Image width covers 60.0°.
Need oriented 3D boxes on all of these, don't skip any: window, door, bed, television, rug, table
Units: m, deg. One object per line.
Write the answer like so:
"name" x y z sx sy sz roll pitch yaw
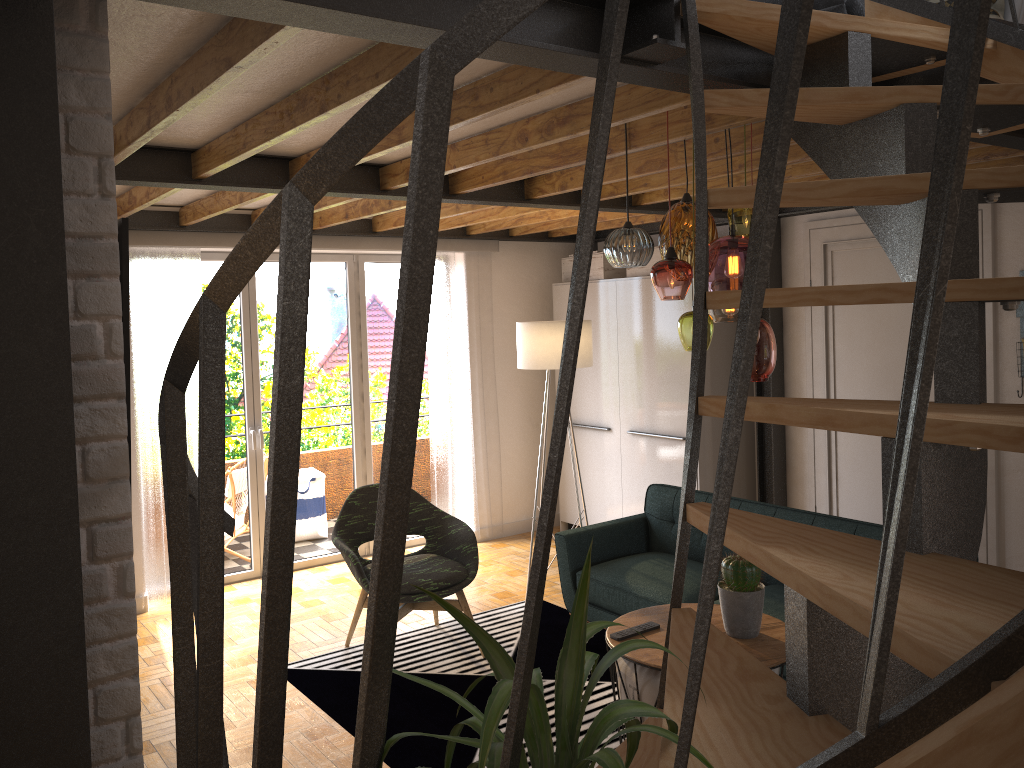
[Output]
"window" -1.165 -0.530 1.293 7.794 4.458 8.637 -5 5 -35
"door" 2.267 0.123 5.306 0.088 2.297 1.201 -3 3 -35
"bed" 1.367 -1.652 4.448 2.292 1.020 2.123 -5 5 -35
"television" -1.271 0.107 2.501 0.085 0.989 1.468 -3 4 -35
"rug" 0.478 1.469 3.599 1.702 0.010 3.503 -5 5 -35
"table" 0.681 1.151 3.152 0.681 0.685 0.682 -2 3 4

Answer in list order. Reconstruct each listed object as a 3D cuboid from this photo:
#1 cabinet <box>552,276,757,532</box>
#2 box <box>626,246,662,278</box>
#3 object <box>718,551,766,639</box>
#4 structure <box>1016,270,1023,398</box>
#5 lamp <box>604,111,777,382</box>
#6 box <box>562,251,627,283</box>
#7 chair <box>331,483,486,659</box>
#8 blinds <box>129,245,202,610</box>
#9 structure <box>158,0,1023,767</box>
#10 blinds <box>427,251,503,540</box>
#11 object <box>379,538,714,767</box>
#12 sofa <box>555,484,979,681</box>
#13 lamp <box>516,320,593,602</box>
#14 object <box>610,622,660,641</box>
"cabinet" 1.091 0.206 6.689 0.810 1.999 1.507 -4 3 -35
"box" 1.172 -0.880 6.274 0.376 0.218 0.642 -5 5 -40
"object" 0.811 0.736 3.126 0.190 0.295 0.173 0 3 29
"structure" 2.806 -0.055 4.522 0.099 1.075 0.442 -3 3 -35
"lamp" 0.651 -0.509 3.261 0.618 1.012 0.491 -2 2 5
"box" 0.692 -0.913 6.919 0.376 0.218 0.642 -4 4 -25
"chair" -0.573 1.001 4.748 0.753 0.829 0.784 -4 4 -29
"blinds" -2.180 0.222 5.466 0.668 2.279 0.124 -3 2 -35
"structure" 0.451 -0.272 1.708 2.250 3.812 1.629 -3 3 -20
"blinds" -0.349 0.063 6.771 0.668 2.283 0.124 -3 3 -36
"object" 0.053 0.480 1.237 0.528 0.591 0.458 1 4 42
"sofa" 1.117 1.006 4.203 0.825 0.781 1.975 -4 5 -35
"lamp" 0.689 0.524 4.593 0.571 1.715 2.361 -3 4 -27
"object" 0.442 0.885 3.177 0.208 0.013 0.051 -5 5 -35
